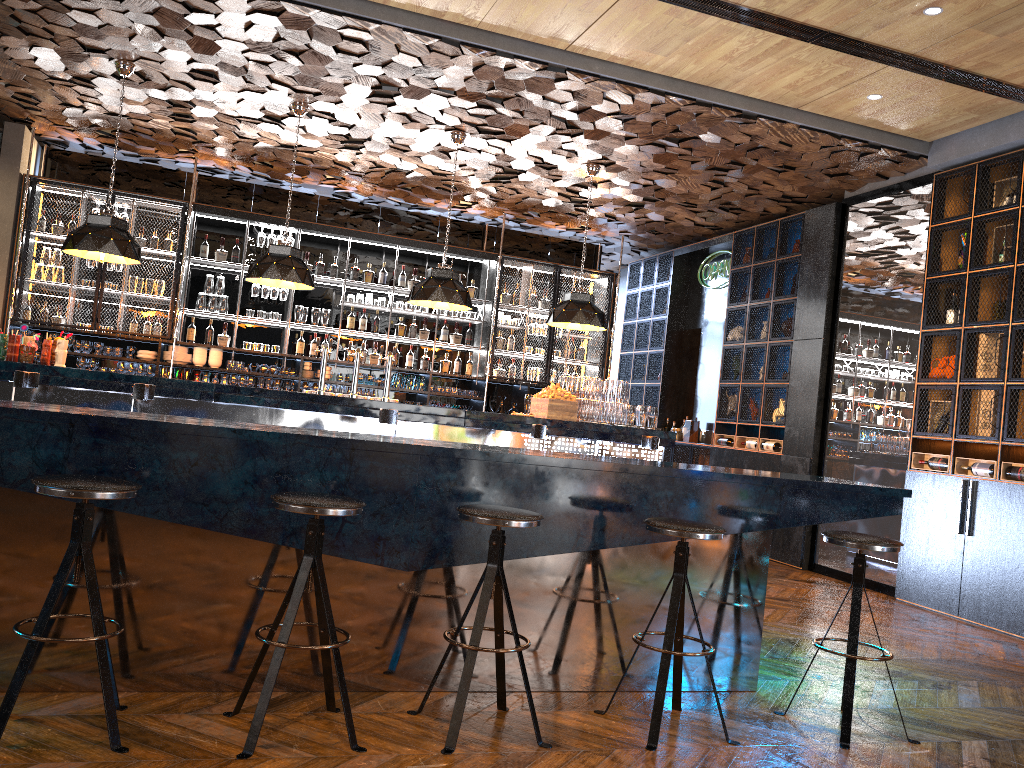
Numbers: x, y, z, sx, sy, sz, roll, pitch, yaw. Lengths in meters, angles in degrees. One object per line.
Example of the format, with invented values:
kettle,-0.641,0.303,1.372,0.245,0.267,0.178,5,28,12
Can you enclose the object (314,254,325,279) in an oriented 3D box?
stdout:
object,-2.218,-1.362,10.246,0.083,0.282,0.083,7,-2,-34

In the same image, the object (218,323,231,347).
object,-3.207,-0.544,9.892,0.123,0.279,0.123,6,-2,-5

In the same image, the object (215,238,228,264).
object,-3.236,-1.487,9.882,0.123,0.279,0.123,7,-2,-30

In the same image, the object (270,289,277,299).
object,-2.720,-1.095,10.151,0.092,0.244,0.092,5,-2,32

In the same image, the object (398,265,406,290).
object,-1.305,-1.269,10.567,0.086,0.298,0.086,5,-2,30

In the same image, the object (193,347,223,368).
object,-3.339,-0.293,9.726,0.309,0.216,0.149,7,-2,-21

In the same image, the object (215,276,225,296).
object,-3.253,-1.092,9.889,0.105,0.209,0.105,5,-2,26

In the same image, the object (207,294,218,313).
object,-3.324,-0.890,9.857,0.105,0.209,0.105,5,-2,26

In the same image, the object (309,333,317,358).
object,-2.286,-0.444,10.255,0.086,0.298,0.086,5,-2,30

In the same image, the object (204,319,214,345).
object,-3.350,-0.572,9.831,0.086,0.297,0.086,5,-2,15

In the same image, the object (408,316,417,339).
object,-1.181,-0.672,10.601,0.083,0.282,0.083,7,-2,-19

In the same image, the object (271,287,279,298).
object,-2.666,-1.095,9.995,0.092,0.244,0.092,5,-2,32

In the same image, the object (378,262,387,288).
object,-1.528,-1.294,10.497,0.086,0.298,0.086,5,-2,30

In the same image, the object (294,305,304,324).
object,-2.430,-0.787,10.107,0.105,0.209,0.105,5,-2,26

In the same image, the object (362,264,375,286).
object,-1.687,-1.288,10.427,0.151,0.248,0.094,7,-2,-15

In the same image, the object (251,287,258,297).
object,-2.916,-1.118,10.084,0.092,0.244,0.092,5,-2,32

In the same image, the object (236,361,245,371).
object,-3.014,-0.196,9.810,0.089,0.100,0.100,5,-2,17

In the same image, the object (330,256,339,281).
object,-2.061,-1.344,10.299,0.083,0.282,0.083,6,-2,-4

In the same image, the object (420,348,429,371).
object,-1.045,-0.290,10.648,0.083,0.282,0.083,7,-2,-34

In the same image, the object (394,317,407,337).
object,-1.328,-0.671,10.550,0.151,0.248,0.094,7,-2,-30

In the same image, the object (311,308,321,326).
object,-2.259,-0.766,10.194,0.105,0.209,0.105,5,-2,26

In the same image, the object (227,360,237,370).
object,-3.073,-0.206,9.731,0.100,0.100,0.089,7,-2,-14

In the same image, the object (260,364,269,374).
object,-2.765,-0.168,9.896,0.093,0.099,0.093,6,-2,-2

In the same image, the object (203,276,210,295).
object,-3.401,-1.105,9.947,0.105,0.209,0.105,5,-2,26

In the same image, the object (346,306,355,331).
object,-1.878,-0.761,10.368,0.086,0.299,0.086,5,-2,30

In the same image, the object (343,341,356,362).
object,-1.893,-0.372,10.356,0.151,0.248,0.094,7,-2,-30

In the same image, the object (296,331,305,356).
object,-2.425,-0.460,10.181,0.086,0.299,0.086,5,-2,30

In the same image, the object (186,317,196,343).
object,-3.540,-0.592,9.798,0.086,0.299,0.086,5,-2,30

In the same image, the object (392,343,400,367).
object,-1.378,-0.339,10.507,0.086,0.297,0.086,5,-2,15

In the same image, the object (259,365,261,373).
object,-2.800,-0.168,9.998,0.093,0.099,0.093,7,-2,-31

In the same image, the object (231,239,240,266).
object,-3.095,-1.481,9.948,0.086,0.299,0.086,5,-2,30

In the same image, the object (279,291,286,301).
object,-2.622,-1.083,10.185,0.092,0.244,0.092,5,-2,32

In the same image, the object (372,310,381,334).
object,-1.598,-0.729,10.462,0.086,0.297,0.086,5,-2,30

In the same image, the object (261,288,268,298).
object,-2.813,-1.106,10.119,0.092,0.244,0.092,5,-2,32

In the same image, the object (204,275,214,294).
object,-3.360,-1.105,9.843,0.105,0.209,0.105,5,-2,26

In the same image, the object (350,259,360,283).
object,-1.836,-1.324,10.376,0.083,0.282,0.083,7,-2,-34

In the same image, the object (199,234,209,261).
object,-3.417,-1.518,9.867,0.086,0.298,0.086,5,-2,30

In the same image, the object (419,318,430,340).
object,-1.047,-0.654,10.633,0.123,0.279,0.123,6,-2,-5

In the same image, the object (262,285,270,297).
object,-2.759,-1.106,9.963,0.092,0.244,0.092,5,-2,32

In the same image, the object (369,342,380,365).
object,-1.612,-0.355,10.439,0.123,0.279,0.123,6,-2,-5

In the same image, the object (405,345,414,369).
object,-1.218,-0.319,10.596,0.086,0.298,0.086,5,-2,30

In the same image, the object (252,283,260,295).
object,-2.863,-1.118,9.928,0.092,0.244,0.092,5,-2,32

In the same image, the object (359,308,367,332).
object,-1.749,-0.746,10.439,0.086,0.298,0.086,5,-2,30

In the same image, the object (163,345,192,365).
object,-3.641,-0.316,9.657,0.306,0.195,0.300,7,-2,-18

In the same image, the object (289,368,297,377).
object,-2.476,-0.131,10.011,0.095,0.096,0.095,6,-2,5

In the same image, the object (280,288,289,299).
object,-2.569,-1.083,10.029,0.092,0.244,0.092,5,-2,32

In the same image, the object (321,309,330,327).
object,-2.149,-0.754,10.207,0.105,0.209,0.105,5,-2,26

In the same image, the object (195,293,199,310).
object,-3.484,-0.905,9.925,0.105,0.209,0.105,5,-2,26

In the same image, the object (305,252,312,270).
object,-2.366,-1.377,10.196,0.123,0.279,0.123,7,-2,-30

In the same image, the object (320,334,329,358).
object,-2.166,-0.431,10.271,0.086,0.298,0.086,5,-2,30

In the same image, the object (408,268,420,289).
object,-1.167,-1.243,10.592,0.123,0.279,0.123,7,-2,-30

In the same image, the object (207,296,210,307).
object,-3.367,-0.891,9.957,0.105,0.209,0.105,5,-2,26

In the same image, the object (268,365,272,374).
object,-2.693,-0.157,9.982,0.093,0.099,0.093,4,-3,43

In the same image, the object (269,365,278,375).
object,-2.655,-0.157,9.884,0.093,0.099,0.093,6,-2,1

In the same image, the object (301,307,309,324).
object,-2.407,-0.780,10.236,0.105,0.209,0.105,5,-2,26

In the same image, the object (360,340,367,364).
object,-1.746,-0.373,10.407,0.083,0.282,0.083,7,-2,-19

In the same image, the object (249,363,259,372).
object,-2.867,-0.180,9.865,0.109,0.100,0.109,8,-3,-36

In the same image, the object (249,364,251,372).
object,-2.918,-0.180,10.015,0.109,0.100,0.109,8,-3,-36

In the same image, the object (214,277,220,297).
object,-3.287,-1.092,9.974,0.105,0.209,0.105,5,-2,26
